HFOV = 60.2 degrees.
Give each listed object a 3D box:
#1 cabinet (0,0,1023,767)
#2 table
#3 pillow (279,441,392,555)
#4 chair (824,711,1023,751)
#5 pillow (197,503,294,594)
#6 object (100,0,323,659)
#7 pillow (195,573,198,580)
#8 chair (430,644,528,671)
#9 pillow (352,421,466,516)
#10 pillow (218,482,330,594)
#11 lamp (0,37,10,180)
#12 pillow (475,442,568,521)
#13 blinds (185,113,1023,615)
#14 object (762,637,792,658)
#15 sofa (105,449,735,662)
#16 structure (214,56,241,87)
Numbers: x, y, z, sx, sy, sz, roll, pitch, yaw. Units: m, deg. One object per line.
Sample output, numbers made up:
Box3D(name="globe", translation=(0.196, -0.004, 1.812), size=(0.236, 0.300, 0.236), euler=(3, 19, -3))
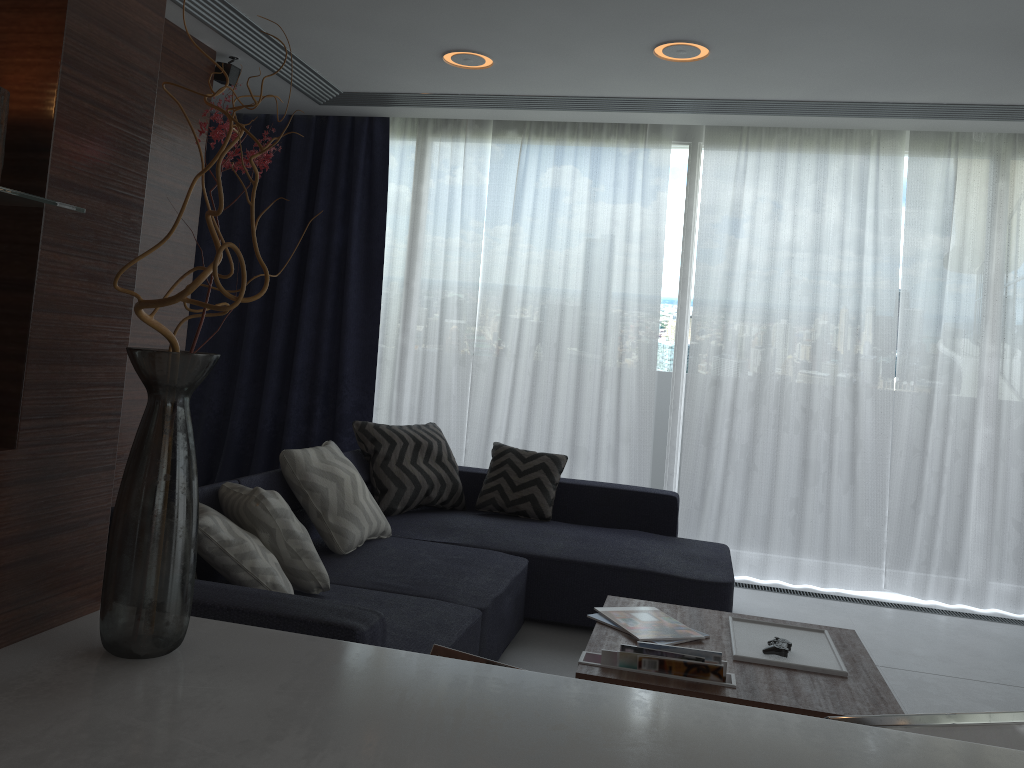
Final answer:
Box3D(name="cabinet", translation=(0.930, -0.086, 0.479), size=(3.339, 2.563, 0.781), euler=(5, -3, 12))
Box3D(name="table", translation=(0.619, 0.928, 2.543), size=(0.806, 0.354, 0.798), euler=(5, 1, 12))
Box3D(name="pillow", translation=(-0.713, 0.456, 3.607), size=(0.343, 0.389, 0.493), euler=(5, 0, 12))
Box3D(name="chair", translation=(0.616, 0.798, 0.929), size=(0.395, 0.712, 0.463), euler=(5, -2, -15))
Box3D(name="pillow", translation=(-0.830, 0.514, 2.644), size=(0.329, 0.295, 0.416), euler=(5, 0, -26))
Box3D(name="object", translation=(-0.343, -0.062, 1.034), size=(0.198, 0.737, 0.386), euler=(5, -2, -7))
Box3D(name="pillow", translation=(-0.971, 0.472, 2.449), size=(0.221, 0.387, 0.415), euler=(5, -1, -18))
Box3D(name="chair", translation=(-0.078, 0.739, 0.950), size=(0.397, 0.712, 0.461), euler=(4, -2, 30))
Box3D(name="pillow", translation=(-0.521, 0.463, 4.513), size=(0.356, 0.520, 0.595), euler=(3, -1, 43))
Box3D(name="pillow", translation=(-0.797, 0.500, 2.927), size=(0.279, 0.352, 0.419), euler=(6, -1, -35))
Box3D(name="lamp", translation=(-0.590, -0.311, 0.900), size=(0.077, 0.211, 0.152), euler=(4, -2, 24))
Box3D(name="pillow", translation=(0.048, 0.500, 4.549), size=(0.416, 0.346, 0.285), euler=(5, -1, 17))
Box3D(name="blinds", translation=(0.368, -0.307, 2.541), size=(7.147, 2.782, 5.778), euler=(5, 1, 16))
Box3D(name="object", translation=(0.765, 0.753, 2.544), size=(0.071, 0.036, 0.112), euler=(5, 1, 25))
Box3D(name="sofa", translation=(-0.108, 0.714, 3.358), size=(1.901, 0.610, 2.864), euler=(5, 2, 12))
Box3D(name="structure", translation=(-1.482, -1.626, 4.595), size=(0.114, 0.143, 0.084), euler=(4, -2, 17))
